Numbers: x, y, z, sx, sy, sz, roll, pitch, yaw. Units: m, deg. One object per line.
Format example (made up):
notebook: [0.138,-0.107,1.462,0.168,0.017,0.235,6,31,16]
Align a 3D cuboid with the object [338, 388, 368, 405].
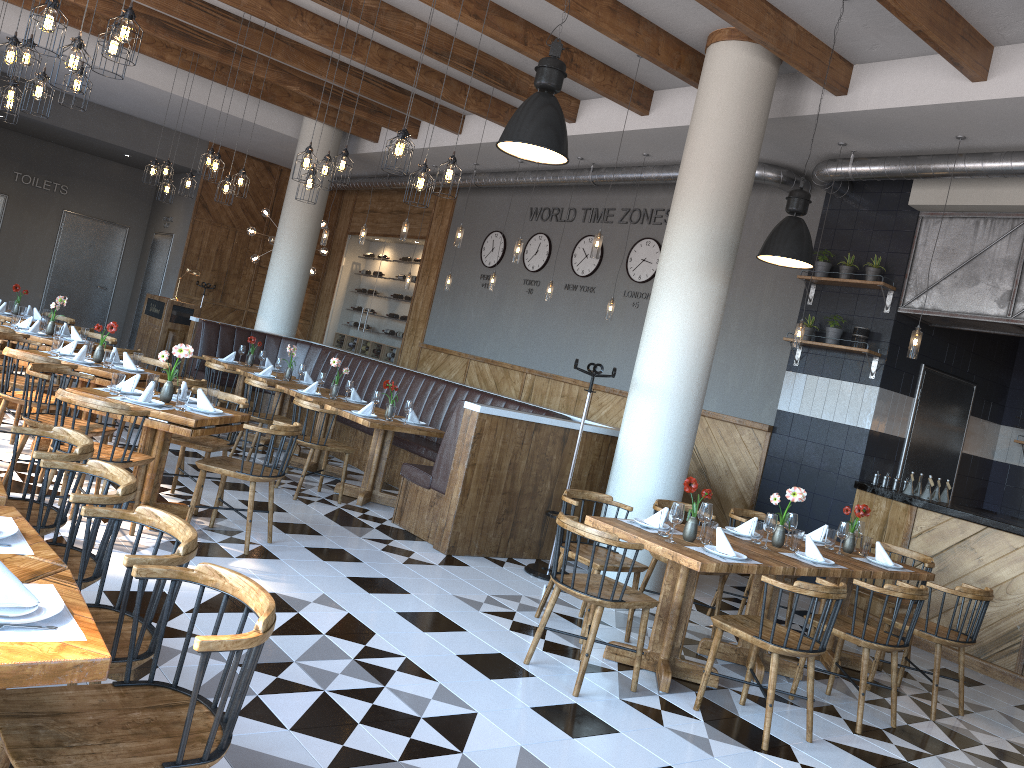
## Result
object: [-1.581,0.114,9.052,0.270,0.137,0.353,12,1,-39]

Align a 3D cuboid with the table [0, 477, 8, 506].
table: [-2.457,0.543,2.875,1.210,0.764,1.219,12,1,-35]

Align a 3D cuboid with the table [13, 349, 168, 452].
table: [-3.451,0.198,7.172,0.865,0.764,0.863,13,0,6]

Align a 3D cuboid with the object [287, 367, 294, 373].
object: [-2.493,-0.116,9.900,0.079,0.132,0.080,13,0,-39]

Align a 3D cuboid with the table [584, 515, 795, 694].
table: [0.921,1.262,5.017,0.846,0.764,0.854,13,1,-39]

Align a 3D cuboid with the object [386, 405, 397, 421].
object: [-1.080,0.264,7.899,0.080,0.132,0.079,13,0,36]

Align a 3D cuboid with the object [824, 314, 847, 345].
object: [3.080,-0.520,8.487,0.236,0.301,0.171,13,0,40]

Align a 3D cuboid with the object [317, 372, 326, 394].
object: [-1.944,-0.008,9.021,0.081,0.215,0.081,13,-1,14]

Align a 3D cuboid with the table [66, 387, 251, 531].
table: [-2.349,0.489,5.769,0.865,0.764,0.863,13,0,6]

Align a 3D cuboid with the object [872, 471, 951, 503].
object: [3.574,0.884,7.945,0.419,0.203,0.601,12,2,-39]

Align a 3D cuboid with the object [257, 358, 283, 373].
object: [-2.933,-0.243,10.773,0.270,0.137,0.353,12,1,-39]

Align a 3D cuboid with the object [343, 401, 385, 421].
object: [-1.297,0.212,7.854,0.270,0.137,0.353,12,1,-39]

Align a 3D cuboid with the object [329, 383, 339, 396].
object: [-1.819,0.063,9.041,0.079,0.132,0.080,13,0,-39]

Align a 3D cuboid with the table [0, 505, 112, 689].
table: [-1.684,0.748,1.891,1.210,0.764,1.219,12,1,-35]

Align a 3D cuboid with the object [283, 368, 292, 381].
object: [-2.445,-0.097,9.638,0.080,0.132,0.079,13,0,36]

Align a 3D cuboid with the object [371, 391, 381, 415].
object: [-1.256,0.174,8.145,0.081,0.215,0.081,13,-1,-31]

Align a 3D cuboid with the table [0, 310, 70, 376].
table: [-5.741,-0.408,10.089,0.865,0.764,0.863,13,0,6]

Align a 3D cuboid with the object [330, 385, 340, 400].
object: [-1.754,0.085,8.758,0.079,0.132,0.080,13,0,-34]

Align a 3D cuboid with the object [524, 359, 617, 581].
object: [0.459,0.649,6.762,0.376,1.659,0.373,13,-1,28]

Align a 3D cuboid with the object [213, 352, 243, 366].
object: [-3.336,-0.327,10.452,0.270,0.137,0.353,12,1,-39]

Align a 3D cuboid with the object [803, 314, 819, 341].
object: [2.905,-0.548,8.704,0.172,0.268,0.189,13,0,-21]

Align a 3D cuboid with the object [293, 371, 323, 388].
object: [-2.260,-0.065,9.916,0.270,0.137,0.353,12,1,-39]

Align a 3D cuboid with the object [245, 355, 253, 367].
object: [-3.121,-0.276,10.499,0.080,0.132,0.079,13,0,36]

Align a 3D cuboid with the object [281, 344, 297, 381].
object: [-2.455,-0.240,9.756,0.145,0.400,0.207,13,0,-31]

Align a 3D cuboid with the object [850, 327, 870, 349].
object: [3.246,-0.422,8.269,0.143,0.201,0.142,13,0,42]

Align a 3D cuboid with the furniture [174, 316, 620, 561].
furniture: [-1.653,0.342,9.785,1.908,1.151,6.618,12,2,-39]

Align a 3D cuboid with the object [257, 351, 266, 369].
object: [-2.974,-0.286,10.508,0.081,0.215,0.081,13,-1,-8]

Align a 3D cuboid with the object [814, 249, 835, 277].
object: [3.052,-1.177,8.711,0.236,0.301,0.171,13,0,40]

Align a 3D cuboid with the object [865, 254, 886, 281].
object: [3.381,-1.073,8.286,0.172,0.268,0.189,13,0,-21]

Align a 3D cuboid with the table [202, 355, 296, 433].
table: [-3.236,0.154,10.608,0.846,0.764,0.854,13,1,-39]

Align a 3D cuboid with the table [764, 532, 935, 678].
table: [2.215,1.530,6.085,0.846,0.764,0.854,13,1,-39]

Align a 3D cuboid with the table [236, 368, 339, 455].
table: [-2.560,0.333,9.748,0.846,0.764,0.854,13,1,-39]

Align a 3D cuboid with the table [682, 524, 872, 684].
table: [1.567,1.396,5.551,0.846,0.764,0.854,13,1,-39]

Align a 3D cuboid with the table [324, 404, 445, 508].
table: [-1.216,0.688,8.037,0.846,0.764,0.854,13,1,-39]

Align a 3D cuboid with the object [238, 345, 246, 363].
object: [-3.277,-0.361,10.719,0.081,0.215,0.081,12,-1,43]

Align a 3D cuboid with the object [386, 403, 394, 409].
object: [-1.128,0.245,8.161,0.079,0.132,0.080,13,0,-39]

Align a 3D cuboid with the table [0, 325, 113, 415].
table: [-4.590,-0.104,8.623,0.865,0.764,0.863,13,0,6]

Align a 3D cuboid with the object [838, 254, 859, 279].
object: [3.215,-1.117,8.499,0.172,0.268,0.189,13,0,-21]

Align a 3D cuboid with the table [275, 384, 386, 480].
table: [-1.892,0.509,8.898,0.846,0.764,0.854,13,1,-39]

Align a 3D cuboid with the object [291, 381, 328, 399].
object: [-1.985,0.030,8.730,0.270,0.137,0.353,12,1,-39]

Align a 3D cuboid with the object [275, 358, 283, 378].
object: [-2.601,-0.182,9.858,0.081,0.215,0.081,12,-1,43]

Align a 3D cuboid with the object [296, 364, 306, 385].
object: [-2.298,-0.107,9.647,0.081,0.215,0.081,13,-1,-8]

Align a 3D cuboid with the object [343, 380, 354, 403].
object: [-1.624,0.072,8.788,0.081,0.215,0.081,13,-1,14]

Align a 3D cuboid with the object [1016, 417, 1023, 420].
object: [5.565,0.474,9.447,0.352,0.169,0.213,14,1,38]

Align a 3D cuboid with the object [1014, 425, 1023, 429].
object: [5.556,0.560,9.455,0.199,0.154,0.349,12,1,-41]

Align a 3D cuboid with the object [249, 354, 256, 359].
object: [-3.169,-0.295,10.761,0.079,0.132,0.080,13,0,-39]

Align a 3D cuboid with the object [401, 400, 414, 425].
object: [-0.933,0.254,7.908,0.081,0.215,0.081,13,-1,20]

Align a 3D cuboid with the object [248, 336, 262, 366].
object: [-3.120,-0.394,10.625,0.172,0.355,0.155,13,-1,44]

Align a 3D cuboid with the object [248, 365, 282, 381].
object: [-2.664,-0.149,9.595,0.270,0.137,0.353,12,1,-39]

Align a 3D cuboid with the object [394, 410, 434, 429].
object: [-0.893,0.296,8.176,0.270,0.137,0.353,12,1,-39]

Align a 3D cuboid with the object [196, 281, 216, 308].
object: [-5.514,-0.961,15.451,0.373,1.659,0.375,13,-1,-17]
